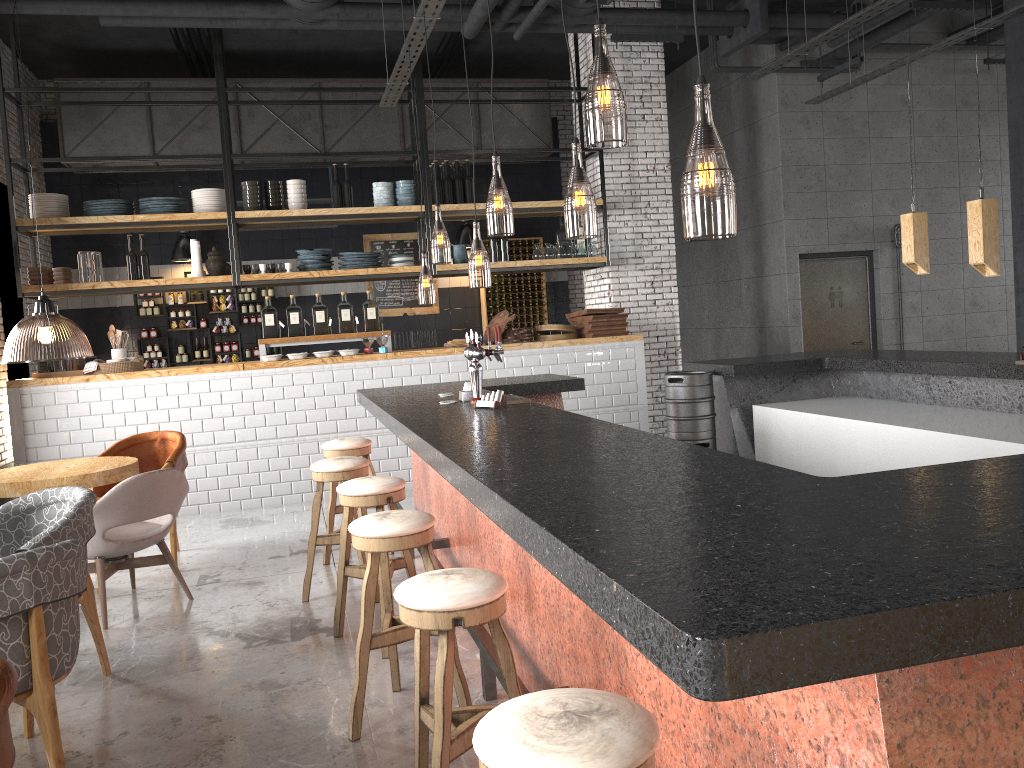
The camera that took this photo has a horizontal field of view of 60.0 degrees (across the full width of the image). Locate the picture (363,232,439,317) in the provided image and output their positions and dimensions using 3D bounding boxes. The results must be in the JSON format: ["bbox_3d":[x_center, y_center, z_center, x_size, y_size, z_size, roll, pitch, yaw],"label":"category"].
[{"bbox_3d":[-1.529,-1.512,12.270,0.980,1.141,0.021,-5,3,-14],"label":"picture"}]

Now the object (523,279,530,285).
[{"bbox_3d":[0.207,-1.427,12.425,0.079,0.079,0.284,-5,4,-14],"label":"object"}]

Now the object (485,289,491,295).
[{"bbox_3d":[-0.338,-1.276,12.307,0.079,0.079,0.284,-5,4,-14],"label":"object"}]

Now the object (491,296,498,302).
[{"bbox_3d":[-0.240,-1.180,12.339,0.079,0.079,0.284,-5,4,-14],"label":"object"}]

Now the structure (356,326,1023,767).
[{"bbox_3d":[1.630,0.358,4.532,4.312,1.532,5.881,-5,4,-14],"label":"structure"}]

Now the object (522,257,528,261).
[{"bbox_3d":[0.181,-1.742,12.425,0.079,0.079,0.284,-5,4,-14],"label":"object"}]

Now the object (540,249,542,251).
[{"bbox_3d":[0.366,-1.860,12.428,0.079,0.079,0.284,-5,4,-14],"label":"object"}]

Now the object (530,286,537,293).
[{"bbox_3d":[0.305,-1.330,12.453,0.079,0.079,0.284,-5,4,-14],"label":"object"}]

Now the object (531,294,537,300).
[{"bbox_3d":[0.308,-1.226,12.474,0.079,0.079,0.284,-5,4,-14],"label":"object"}]

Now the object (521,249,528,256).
[{"bbox_3d":[0.178,-1.846,12.404,0.079,0.079,0.284,-5,4,-14],"label":"object"}]

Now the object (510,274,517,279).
[{"bbox_3d":[0.022,-1.515,12.355,0.079,0.079,0.284,-5,4,-14],"label":"object"}]

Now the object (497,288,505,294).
[{"bbox_3d":[-0.147,-1.290,12.319,0.079,0.079,0.284,-5,4,-14],"label":"object"}]

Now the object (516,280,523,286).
[{"bbox_3d":[0.111,-1.420,12.417,0.079,0.079,0.284,-5,4,-14],"label":"object"}]

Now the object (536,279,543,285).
[{"bbox_3d":[0.389,-1.443,12.471,0.079,0.079,0.284,-5,4,-14],"label":"object"}]

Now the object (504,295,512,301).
[{"bbox_3d":[-0.047,-1.193,12.344,0.079,0.079,0.284,-5,4,-14],"label":"object"}]

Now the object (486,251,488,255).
[{"bbox_3d":[-0.373,-1.799,12.281,0.079,0.079,0.284,-5,4,-14],"label":"object"}]

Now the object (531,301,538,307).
[{"bbox_3d":[0.315,-1.122,12.478,0.079,0.079,0.284,-5,4,-14],"label":"object"}]

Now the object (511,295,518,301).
[{"bbox_3d":[0.043,-1.201,12.370,0.079,0.079,0.284,-5,4,-14],"label":"object"}]

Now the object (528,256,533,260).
[{"bbox_3d":[0.276,-1.749,12.433,0.079,0.079,0.284,-5,4,-14],"label":"object"}]

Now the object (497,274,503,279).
[{"bbox_3d":[-0.169,-1.501,12.342,0.079,0.079,0.284,-5,4,-14],"label":"object"}]

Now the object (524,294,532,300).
[{"bbox_3d":[0.226,-1.216,12.413,0.079,0.079,0.284,-5,4,-14],"label":"object"}]

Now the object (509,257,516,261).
[{"bbox_3d":[0.007,-1.724,12.345,0.079,0.079,0.284,-5,4,-14],"label":"object"}]

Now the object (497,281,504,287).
[{"bbox_3d":[-0.159,-1.396,12.333,0.079,0.079,0.284,-5,4,-14],"label":"object"}]

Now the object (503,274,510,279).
[{"bbox_3d":[-0.074,-1.508,12.351,0.079,0.079,0.284,-5,4,-14],"label":"object"}]

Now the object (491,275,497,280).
[{"bbox_3d":[-0.252,-1.492,12.286,0.079,0.079,0.284,-5,4,-14],"label":"object"}]

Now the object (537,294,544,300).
[{"bbox_3d":[0.403,-1.233,12.481,0.079,0.079,0.284,-5,4,-14],"label":"object"}]

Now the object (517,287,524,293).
[{"bbox_3d":[0.122,-1.314,12.407,0.079,0.079,0.284,-5,4,-14],"label":"object"}]

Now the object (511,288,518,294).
[{"bbox_3d":[0.037,-1.305,12.361,0.079,0.079,0.284,-5,4,-14],"label":"object"}]

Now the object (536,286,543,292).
[{"bbox_3d":[0.391,-1.339,12.496,0.079,0.079,0.284,-5,4,-14],"label":"object"}]

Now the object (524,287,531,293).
[{"bbox_3d":[0.218,-1.321,12.412,0.079,0.079,0.284,-5,4,-14],"label":"object"}]

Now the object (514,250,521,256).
[{"bbox_3d":[0.083,-1.839,12.397,0.079,0.079,0.284,-5,4,-14],"label":"object"}]

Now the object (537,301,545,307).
[{"bbox_3d":[0.415,-1.128,12.468,0.079,0.079,0.284,-5,4,-14],"label":"object"}]

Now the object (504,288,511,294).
[{"bbox_3d":[-0.060,-1.299,12.361,0.079,0.079,0.284,-5,4,-14],"label":"object"}]

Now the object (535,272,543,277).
[{"bbox_3d":[0.384,-1.547,12.457,0.079,0.079,0.284,-5,4,-14],"label":"object"}]

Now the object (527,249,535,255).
[{"bbox_3d":[0.272,-1.853,12.419,0.079,0.079,0.284,-5,4,-14],"label":"object"}]

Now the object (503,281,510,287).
[{"bbox_3d":[-0.072,-1.405,12.375,0.079,0.079,0.284,-5,4,-14],"label":"object"}]

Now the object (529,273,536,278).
[{"bbox_3d":[0.287,-1.540,12.458,0.079,0.079,0.284,-5,4,-14],"label":"object"}]

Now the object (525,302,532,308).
[{"bbox_3d":[0.228,-1.113,12.440,0.079,0.079,0.284,-5,4,-14],"label":"object"}]

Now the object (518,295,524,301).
[{"bbox_3d":[0.126,-1.211,12.427,0.079,0.079,0.284,-5,4,-14],"label":"object"}]

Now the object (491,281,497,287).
[{"bbox_3d":[-0.244,-1.387,12.287,0.079,0.079,0.284,-5,4,-14],"label":"object"}]

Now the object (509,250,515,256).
[{"bbox_3d":[-0.008,-1.831,12.373,0.079,0.079,0.284,-5,4,-14],"label":"object"}]

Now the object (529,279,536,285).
[{"bbox_3d":[0.294,-1.436,12.463,0.079,0.079,0.284,-5,4,-14],"label":"object"}]

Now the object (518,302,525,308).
[{"bbox_3d":[0.132,-1.106,12.437,0.079,0.079,0.284,-5,4,-14],"label":"object"}]

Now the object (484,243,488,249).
[{"bbox_3d":[-0.372,-1.902,12.242,0.079,0.079,0.284,-5,4,-14],"label":"object"}]

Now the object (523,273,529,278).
[{"bbox_3d":[0.194,-1.533,12.439,0.079,0.079,0.284,-5,4,-14],"label":"object"}]

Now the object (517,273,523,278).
[{"bbox_3d":[0.108,-1.524,12.397,0.079,0.079,0.284,-5,4,-14],"label":"object"}]

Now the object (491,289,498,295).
[{"bbox_3d":[-0.243,-1.283,12.315,0.079,0.079,0.284,-5,4,-14],"label":"object"}]

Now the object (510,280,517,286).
[{"bbox_3d":[0.020,-1.412,12.394,0.079,0.079,0.284,-5,4,-14],"label":"object"}]

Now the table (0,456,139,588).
[{"bbox_3d":[-2.793,0.928,5.515,0.932,0.809,0.933,-2,4,28],"label":"table"}]

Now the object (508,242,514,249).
[{"bbox_3d":[-0.012,-1.935,12.353,0.079,0.079,0.284,-5,4,-14],"label":"object"}]

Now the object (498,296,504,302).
[{"bbox_3d":[-0.148,-1.187,12.358,0.079,0.079,0.284,-5,4,-14],"label":"object"}]

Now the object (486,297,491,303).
[{"bbox_3d":[-0.327,-1.171,12.297,0.079,0.079,0.284,-5,4,-14],"label":"object"}]

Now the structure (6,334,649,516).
[{"bbox_3d":[-1.621,0.371,8.971,5.802,1.344,1.512,-5,4,-14],"label":"structure"}]
